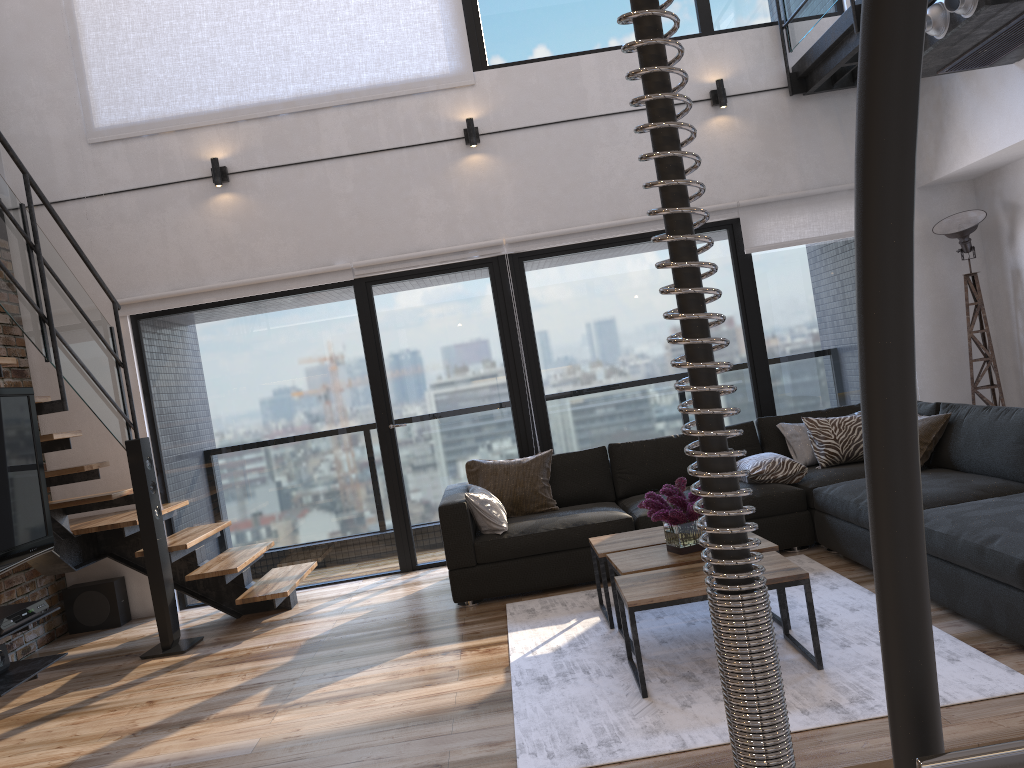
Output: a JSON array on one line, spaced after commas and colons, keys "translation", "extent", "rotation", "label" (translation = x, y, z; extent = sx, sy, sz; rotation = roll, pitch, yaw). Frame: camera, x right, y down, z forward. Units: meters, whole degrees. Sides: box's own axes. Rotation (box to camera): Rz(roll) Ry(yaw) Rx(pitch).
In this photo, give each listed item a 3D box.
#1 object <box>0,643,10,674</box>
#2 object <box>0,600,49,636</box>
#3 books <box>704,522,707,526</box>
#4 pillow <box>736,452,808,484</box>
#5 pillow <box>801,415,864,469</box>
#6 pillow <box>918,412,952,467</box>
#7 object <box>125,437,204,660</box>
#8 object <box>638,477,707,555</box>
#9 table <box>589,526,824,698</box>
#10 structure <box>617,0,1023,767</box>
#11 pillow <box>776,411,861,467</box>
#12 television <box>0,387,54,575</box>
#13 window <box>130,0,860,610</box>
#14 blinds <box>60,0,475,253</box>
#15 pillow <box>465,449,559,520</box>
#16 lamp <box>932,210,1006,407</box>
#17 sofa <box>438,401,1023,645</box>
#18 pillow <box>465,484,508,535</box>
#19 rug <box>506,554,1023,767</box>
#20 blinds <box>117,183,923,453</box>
[{"translation": [-2.111, 1.127, 3.526], "extent": [0.088, 0.112, 0.247], "rotation": [-9, 0, -1], "label": "object"}, {"translation": [-2.060, 0.944, 3.519], "extent": [0.275, 0.058, 0.360], "rotation": [-9, 0, -1], "label": "object"}, {"translation": [0.871, 0.684, 4.286], "extent": [0.229, 0.013, 0.294], "rotation": [-9, 0, 20], "label": "books"}, {"translation": [1.500, 0.511, 5.295], "extent": [0.356, 0.178, 0.531], "rotation": [-9, 0, -3], "label": "pillow"}, {"translation": [2.040, 0.316, 5.330], "extent": [0.532, 0.314, 0.250], "rotation": [-9, 1, 3], "label": "pillow"}, {"translation": [2.200, 0.322, 4.928], "extent": [0.273, 0.309, 0.547], "rotation": [-9, 0, -2], "label": "pillow"}, {"translation": [-2.006, 0.902, 4.984], "extent": [0.271, 1.206, 0.271], "rotation": [-9, 1, 4], "label": "object"}, {"translation": [0.729, 0.542, 3.795], "extent": [0.342, 0.343, 0.375], "rotation": [-9, 1, 0], "label": "object"}, {"translation": [0.766, 0.887, 3.780], "extent": [0.697, 0.350, 1.298], "rotation": [-9, 0, -1], "label": "table"}, {"translation": [0.028, 0.079, 0.369], "extent": [0.508, 0.813, 0.392], "rotation": [-8, 1, 38], "label": "structure"}, {"translation": [1.977, 0.348, 5.485], "extent": [0.611, 0.294, 0.234], "rotation": [-9, 1, -1], "label": "pillow"}, {"translation": [-2.201, 0.411, 3.495], "extent": [0.136, 0.783, 1.207], "rotation": [-9, 1, -1], "label": "television"}, {"translation": [-0.277, -1.383, 4.335], "extent": [13.396, 5.569, 5.662], "rotation": [-9, 1, -1], "label": "window"}, {"translation": [-2.703, -2.383, 4.989], "extent": [10.194, 2.976, 1.996], "rotation": [-9, 1, -23], "label": "blinds"}, {"translation": [-0.014, 0.630, 5.475], "extent": [0.609, 0.382, 0.265], "rotation": [-9, 1, -1], "label": "pillow"}, {"translation": [2.684, -0.173, 5.714], "extent": [1.467, 1.828, 0.425], "rotation": [-9, 1, -16], "label": "lamp"}, {"translation": [1.137, 0.649, 4.381], "extent": [3.043, 0.700, 2.998], "rotation": [-9, 0, -1], "label": "sofa"}, {"translation": [-0.144, 0.719, 5.137], "extent": [0.212, 0.266, 0.498], "rotation": [-9, 0, -1], "label": "pillow"}, {"translation": [0.801, 1.059, 3.747], "extent": [1.637, 0.003, 2.113], "rotation": [-9, 0, -1], "label": "rug"}, {"translation": [0.132, 0.016, 6.022], "extent": [5.368, 2.044, 0.095], "rotation": [-9, 1, -1], "label": "blinds"}]
